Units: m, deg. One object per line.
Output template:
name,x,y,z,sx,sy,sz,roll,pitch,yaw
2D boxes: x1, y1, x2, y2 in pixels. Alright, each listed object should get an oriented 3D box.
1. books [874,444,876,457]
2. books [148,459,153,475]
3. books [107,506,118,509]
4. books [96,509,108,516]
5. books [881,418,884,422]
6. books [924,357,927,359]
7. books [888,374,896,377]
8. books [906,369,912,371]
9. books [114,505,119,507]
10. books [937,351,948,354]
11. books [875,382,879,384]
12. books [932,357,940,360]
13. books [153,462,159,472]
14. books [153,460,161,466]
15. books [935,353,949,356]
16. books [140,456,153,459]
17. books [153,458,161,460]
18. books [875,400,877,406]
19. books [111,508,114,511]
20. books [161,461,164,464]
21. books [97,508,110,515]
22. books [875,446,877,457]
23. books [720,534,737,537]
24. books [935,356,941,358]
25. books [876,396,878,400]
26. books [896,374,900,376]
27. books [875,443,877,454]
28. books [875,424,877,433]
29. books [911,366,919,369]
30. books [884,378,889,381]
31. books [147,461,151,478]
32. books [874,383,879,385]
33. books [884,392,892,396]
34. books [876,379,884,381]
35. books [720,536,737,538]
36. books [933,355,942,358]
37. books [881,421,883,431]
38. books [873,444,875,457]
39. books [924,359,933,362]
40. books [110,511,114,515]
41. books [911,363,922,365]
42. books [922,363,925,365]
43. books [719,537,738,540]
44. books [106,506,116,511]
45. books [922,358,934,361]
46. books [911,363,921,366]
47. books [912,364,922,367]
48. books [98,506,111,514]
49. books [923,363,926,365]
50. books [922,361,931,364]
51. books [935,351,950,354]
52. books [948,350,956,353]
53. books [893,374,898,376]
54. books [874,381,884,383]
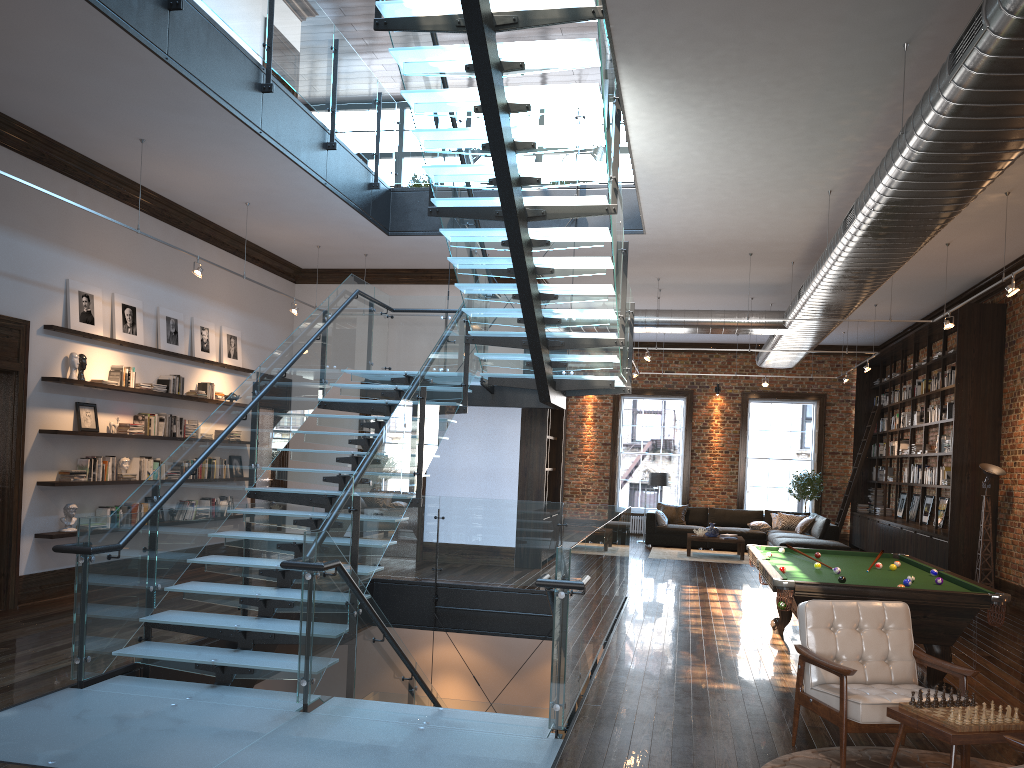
books,7.883,1.432,19.045,0.170,0.281,0.027,2,0,11
books,-4.167,0.972,10.088,0.170,0.234,0.012,2,0,11
books,-4.303,1.431,9.545,0.152,0.221,0.011,2,0,11
books,-4.347,1.425,9.391,0.130,0.203,0.011,2,0,11
books,7.790,0.866,18.487,0.189,0.303,0.014,2,0,11
books,7.205,-0.443,15.222,0.192,0.009,0.306,1,-5,12
books,7.681,-0.164,17.738,0.216,0.018,0.377,2,-5,9
books,7.412,-0.264,16.328,0.191,0.013,0.316,2,-5,7
books,-4.283,1.441,9.678,0.140,0.225,0.060,2,0,11
books,7.067,-0.501,14.519,0.167,0.015,0.370,1,-5,16
books,7.939,-0.014,19.052,0.226,0.011,0.270,2,-5,10
books,7.044,-0.412,14.522,0.227,0.015,0.276,2,-5,9
books,-4.151,1.000,10.205,0.158,0.201,0.060,2,0,11
books,-4.148,0.997,10.305,0.142,0.224,0.012,2,0,11
books,7.068,-0.476,14.518,0.169,0.034,0.286,2,-5,7
books,-4.172,0.957,10.101,0.157,0.265,0.011,2,0,11
books,-4.153,0.985,10.317,0.123,0.249,0.010,2,0,11
books,7.921,0.459,19.095,0.188,0.219,0.016,2,0,11
books,-4.334,1.435,9.507,0.130,0.204,0.031,2,0,11
books,-4.129,1.009,10.375,0.143,0.213,0.042,2,0,11
books,-4.337,1.423,9.408,0.132,0.209,0.024,2,0,11
books,7.821,1.433,18.823,0.188,0.237,0.025,2,0,11
books,3.974,2.775,16.256,0.205,0.028,0.263,-2,-7,43
books,7.052,-0.436,14.521,0.206,0.008,0.335,1,-5,14
books,7.942,0.418,19.120,0.180,0.307,0.014,2,0,11
books,7.582,-0.166,17.204,0.209,0.014,0.292,2,-5,10
books,7.838,1.409,18.882,0.187,0.297,0.016,2,0,11
books,7.912,0.928,19.098,0.176,0.295,0.041,2,0,11
books,7.329,-0.290,15.941,0.218,0.016,0.368,1,-5,12
books,7.748,-0.089,18.125,0.229,0.033,0.274,1,-5,15
books,-4.180,0.978,10.070,0.150,0.218,0.028,2,0,11
books,7.936,-0.001,19.053,0.213,0.014,0.358,2,-5,7
books,7.790,0.331,18.359,0.167,0.337,0.016,2,0,11
books,7.957,-0.080,19.050,0.190,0.017,0.301,2,-5,9
books,3.973,2.801,16.263,0.262,0.024,0.205,7,-7,-44
books,7.050,-0.450,14.522,0.216,0.020,0.235,2,-5,8
books,7.771,0.897,18.429,0.191,0.229,0.034,2,0,11
books,7.884,1.443,19.112,0.188,0.272,0.013,2,0,11
books,7.206,-0.393,15.221,0.171,0.021,0.308,2,-5,7
books,-4.308,1.442,9.461,0.167,0.184,0.029,2,0,11
books,7.329,-0.358,15.942,0.215,0.015,0.320,2,-5,8
books,7.189,-0.346,15.224,0.213,0.014,0.282,1,-5,13
books,3.889,2.770,15.926,0.262,0.024,0.206,3,-5,-11
books,-4.323,1.429,9.532,0.114,0.220,0.022,2,0,11
books,7.192,-0.422,15.224,0.205,0.017,0.361,2,-5,8
books,7.332,-0.342,15.941,0.199,0.017,0.303,2,-5,7
books,7.341,-0.329,15.939,0.203,0.011,0.309,2,-5,11
books,-4.338,1.418,9.436,0.126,0.225,0.031,2,0,11
books,7.176,-0.324,15.226,0.228,0.011,0.374,1,-5,14
books,7.192,-0.368,15.224,0.193,0.030,0.314,2,-5,7
books,7.067,-0.517,14.519,0.188,0.017,0.276,1,-5,13
books,6.856,-0.497,13.617,0.219,0.019,0.330,1,-5,14
books,7.565,-0.176,17.208,0.232,0.006,0.289,2,-5,7
books,7.931,-0.043,19.054,0.230,0.015,0.313,2,-5,7
